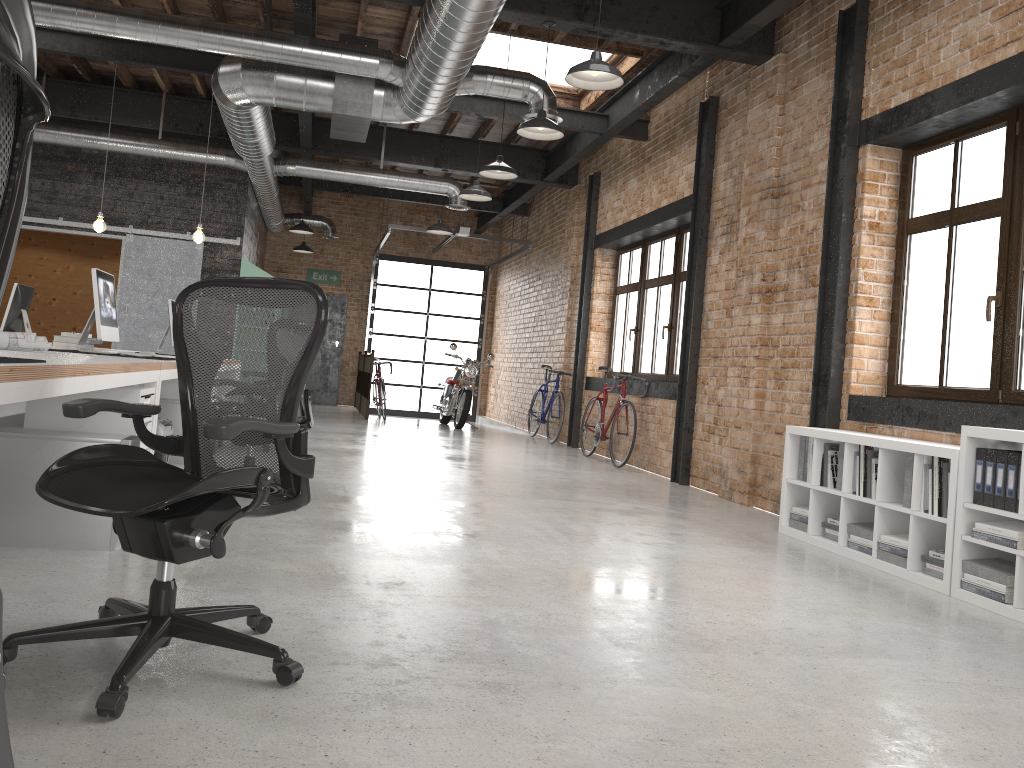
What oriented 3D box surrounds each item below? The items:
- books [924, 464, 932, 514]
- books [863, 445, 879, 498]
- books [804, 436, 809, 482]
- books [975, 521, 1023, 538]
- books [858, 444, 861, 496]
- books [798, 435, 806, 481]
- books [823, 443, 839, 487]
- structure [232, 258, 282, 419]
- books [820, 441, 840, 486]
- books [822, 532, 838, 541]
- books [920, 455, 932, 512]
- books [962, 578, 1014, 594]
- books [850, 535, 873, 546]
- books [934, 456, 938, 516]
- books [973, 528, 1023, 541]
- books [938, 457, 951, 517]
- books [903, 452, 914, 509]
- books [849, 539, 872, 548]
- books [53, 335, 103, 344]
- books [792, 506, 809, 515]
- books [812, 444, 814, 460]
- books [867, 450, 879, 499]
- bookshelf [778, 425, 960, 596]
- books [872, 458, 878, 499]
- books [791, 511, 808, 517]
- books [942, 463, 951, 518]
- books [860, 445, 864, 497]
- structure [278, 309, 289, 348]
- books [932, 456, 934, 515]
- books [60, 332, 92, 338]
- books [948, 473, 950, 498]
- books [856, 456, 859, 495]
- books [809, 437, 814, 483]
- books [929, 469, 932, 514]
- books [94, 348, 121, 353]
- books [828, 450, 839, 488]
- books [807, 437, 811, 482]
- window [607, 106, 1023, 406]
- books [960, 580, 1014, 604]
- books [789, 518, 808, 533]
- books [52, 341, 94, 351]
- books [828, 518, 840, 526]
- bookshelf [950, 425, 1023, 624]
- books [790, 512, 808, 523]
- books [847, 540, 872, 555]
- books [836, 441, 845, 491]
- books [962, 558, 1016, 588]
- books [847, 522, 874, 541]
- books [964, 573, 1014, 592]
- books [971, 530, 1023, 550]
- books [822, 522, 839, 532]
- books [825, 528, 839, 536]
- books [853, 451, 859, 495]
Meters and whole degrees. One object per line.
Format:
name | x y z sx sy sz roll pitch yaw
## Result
books | 2.153 0.537 4.428 0.182 0.262 0.056 5 -2 -8
books | 2.094 0.480 4.949 0.271 0.355 0.063 5 -2 -8
books | 1.968 0.474 5.568 0.249 0.334 0.060 5 -2 -8
books | 2.246 0.647 3.946 0.214 0.046 0.251 5 0 -13
books | 2.081 0.478 5.002 0.258 0.355 0.049 5 -2 -8
books | 1.963 0.464 5.631 0.259 0.352 0.065 5 -2 -8
books | 1.989 0.503 5.343 0.221 0.283 0.061 5 -2 -8
structure | -3.508 -0.620 12.245 0.556 2.104 1.117 5 -2 -13
books | 2.005 0.468 5.379 0.271 0.355 0.063 5 -2 -8
books | 1.980 0.902 5.211 0.184 0.050 0.261 5 0 -12
books | 2.191 0.518 4.473 0.258 0.305 0.040 5 -2 -8
books | 2.213 0.904 3.986 0.218 0.034 0.260 5 1 -13
books | 2.034 0.861 4.885 0.214 0.046 0.251 5 0 -13
books | 2.208 0.497 4.366 0.259 0.353 0.070 5 -2 -8
books | 2.244 0.665 3.950 0.218 0.034 0.260 5 1 -13
books | 2.214 0.497 4.337 0.271 0.355 0.063 5 -2 -8
books | 2.173 0.492 4.588 0.259 0.352 0.065 5 -2 -8
books | 2.033 0.879 4.889 0.218 0.034 0.260 5 1 -13
books | -2.856 -0.290 5.834 0.193 0.044 0.257 5 0 5
books | 1.902 0.788 5.494 0.214 0.052 0.252 5 0 -13
books | 1.943 0.509 5.470 0.182 0.262 0.056 5 -2 -8
books | 2.078 0.515 4.913 0.221 0.283 0.061 5 -2 -8
bookshelf | 2.092 0.644 4.951 0.400 0.686 1.544 5 0 -13
books | 2.080 0.537 4.877 0.197 0.240 0.058 5 -2 -8
books | 1.900 0.806 5.497 0.218 0.039 0.260 5 1 -13
books | 2.199 0.532 4.300 0.221 0.283 0.061 5 -2 -8
books | 2.087 0.480 4.979 0.259 0.353 0.070 5 -2 -8
structure | -4.186 -0.707 15.241 0.556 2.104 1.117 5 -2 -13
books | 2.201 0.495 4.389 0.258 0.355 0.049 5 -2 -8
books | -2.868 -0.323 5.833 0.152 0.030 0.185 5 1 -15
books | 2.201 0.554 4.264 0.197 0.240 0.058 5 -2 -8
books | 2.030 0.532 5.009 0.162 0.240 0.054 5 -2 -8
books | 1.982 0.490 5.515 0.258 0.305 0.040 5 -2 -8
books | 2.151 0.548 4.396 0.162 0.240 0.054 5 -2 -8
books | -3.034 -0.249 6.561 0.244 0.019 0.205 5 1 25
books | 1.991 0.525 5.307 0.197 0.240 0.058 5 -2 -8
books | 1.978 0.484 5.537 0.265 0.315 0.025 5 -2 -8
window | 2.212 -0.776 7.112 0.147 1.693 8.634 5 0 -13
books | 2.206 0.929 3.993 0.206 0.061 0.274 5 0 -13
books | 1.894 0.883 5.510 0.217 0.072 0.289 5 0 -13
books | -2.878 -0.244 5.812 0.200 0.050 0.271 5 0 -15
books | 2.005 0.814 5.192 0.198 0.055 0.240 5 0 -12
bookshelf | 2.444 0.631 3.439 0.400 0.801 1.544 5 0 -13
books | 1.893 0.832 5.503 0.206 0.067 0.275 5 0 -13
books | 2.026 0.905 4.895 0.206 0.061 0.274 5 0 -13
books | 2.052 0.475 5.201 0.259 0.352 0.065 5 -2 -8
books | 2.218 0.849 4.003 0.217 0.078 0.291 5 0 -13
books | 2.037 0.825 4.906 0.217 0.078 0.291 5 0 -13
books | 2.215 0.886 3.983 0.214 0.046 0.251 5 0 -13
books | 2.237 0.691 3.956 0.206 0.061 0.274 5 0 -13
books | 2.002 0.846 5.215 0.222 0.055 0.282 5 0 -12
books | 1.978 0.873 5.197 0.163 0.047 0.239 5 0 -12
books | 2.032 0.520 5.040 0.182 0.262 0.056 5 -2 -8
